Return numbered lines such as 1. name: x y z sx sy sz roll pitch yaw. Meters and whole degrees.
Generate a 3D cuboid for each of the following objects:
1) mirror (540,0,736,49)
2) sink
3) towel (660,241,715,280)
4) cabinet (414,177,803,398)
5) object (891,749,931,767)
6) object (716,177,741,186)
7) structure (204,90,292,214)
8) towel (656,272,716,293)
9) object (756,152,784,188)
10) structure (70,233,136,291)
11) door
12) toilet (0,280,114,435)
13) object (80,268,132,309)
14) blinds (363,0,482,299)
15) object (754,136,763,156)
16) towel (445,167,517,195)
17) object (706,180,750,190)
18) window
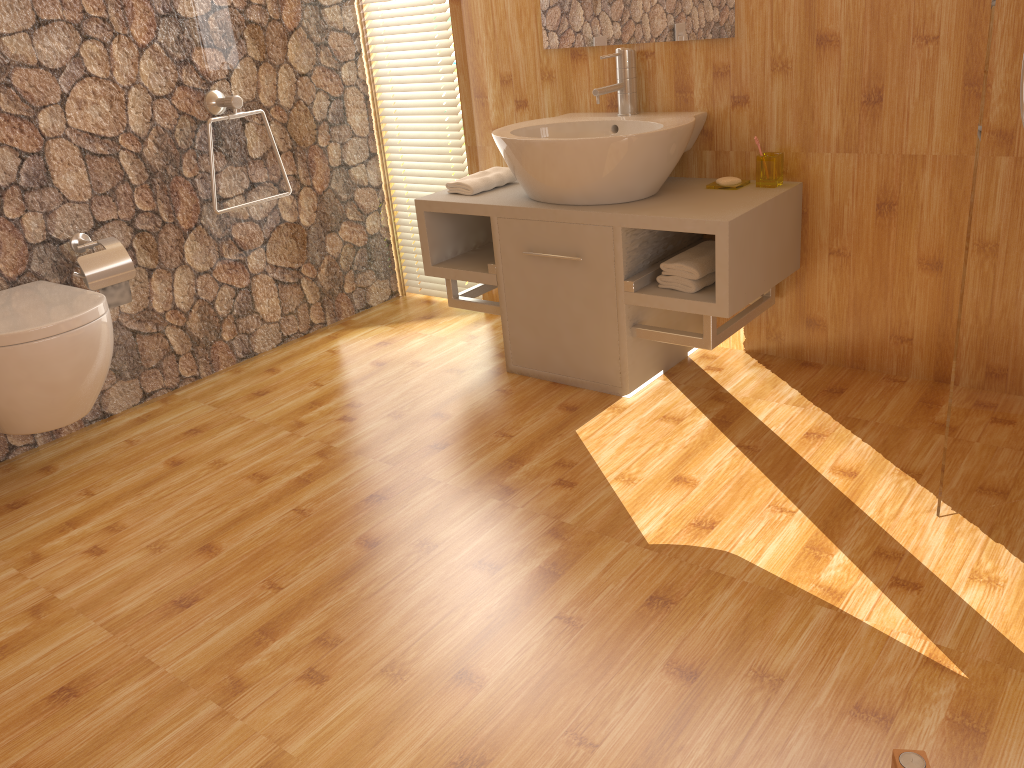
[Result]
1. mirror: 0.358 -1.318 2.711 0.698 0.523 0.005 13 29 37
2. sink: 0.240 -0.791 2.712 0.634 0.409 0.533 13 29 37
3. towel: 0.551 -0.363 2.586 0.140 0.048 0.225 16 32 41
4. cabinet: 0.290 -0.346 2.911 1.136 0.570 0.517 13 29 37
5. object: 0.528 0.590 1.235 0.141 0.131 0.141 -1 24 11
6. object: 0.656 -0.613 2.683 0.075 0.023 0.050 -12 24 -13
7. structure: -0.952 -0.813 3.058 0.133 0.387 0.332 13 29 37
8. towel: 0.543 -0.327 2.600 0.140 0.048 0.225 16 32 41
9. object: 0.761 -0.632 2.617 0.060 0.093 0.060 13 29 37
10. structure: -1.286 -0.383 2.730 0.154 0.151 0.170 13 29 37
11. door: 1.300 -0.787 1.620 0.983 2.147 0.077 -10 23 -9
12. toilet: -1.325 -0.053 2.476 0.507 0.337 0.371 13 29 37
13. object: -1.257 -0.315 2.749 0.090 0.151 0.098 13 29 37
14. blinds: -0.393 -1.370 3.361 0.420 2.178 0.042 13 29 37
15. object: 0.735 -0.663 2.603 0.063 0.132 0.012 -14 24 -19
16. towel: -0.101 -0.695 3.028 0.140 0.048 0.225 16 32 41
17. object: 0.655 -0.605 2.685 0.100 0.010 0.100 13 29 37
18. window: 1.084 -1.102 2.403 3.964 2.164 0.010 13 29 37
